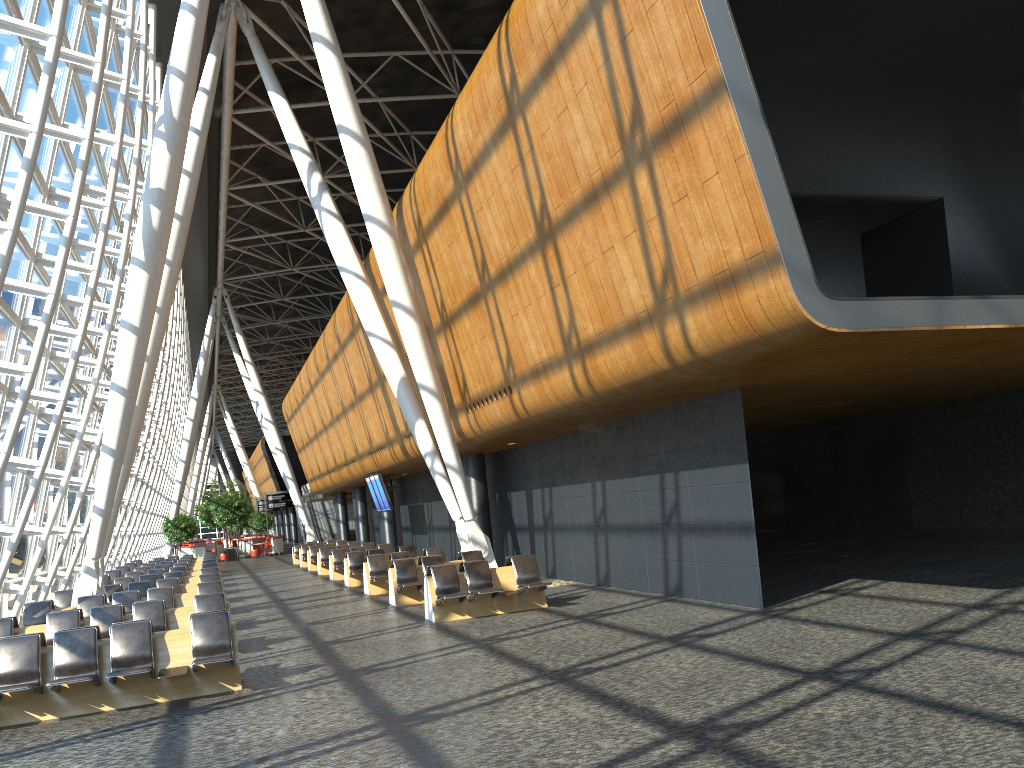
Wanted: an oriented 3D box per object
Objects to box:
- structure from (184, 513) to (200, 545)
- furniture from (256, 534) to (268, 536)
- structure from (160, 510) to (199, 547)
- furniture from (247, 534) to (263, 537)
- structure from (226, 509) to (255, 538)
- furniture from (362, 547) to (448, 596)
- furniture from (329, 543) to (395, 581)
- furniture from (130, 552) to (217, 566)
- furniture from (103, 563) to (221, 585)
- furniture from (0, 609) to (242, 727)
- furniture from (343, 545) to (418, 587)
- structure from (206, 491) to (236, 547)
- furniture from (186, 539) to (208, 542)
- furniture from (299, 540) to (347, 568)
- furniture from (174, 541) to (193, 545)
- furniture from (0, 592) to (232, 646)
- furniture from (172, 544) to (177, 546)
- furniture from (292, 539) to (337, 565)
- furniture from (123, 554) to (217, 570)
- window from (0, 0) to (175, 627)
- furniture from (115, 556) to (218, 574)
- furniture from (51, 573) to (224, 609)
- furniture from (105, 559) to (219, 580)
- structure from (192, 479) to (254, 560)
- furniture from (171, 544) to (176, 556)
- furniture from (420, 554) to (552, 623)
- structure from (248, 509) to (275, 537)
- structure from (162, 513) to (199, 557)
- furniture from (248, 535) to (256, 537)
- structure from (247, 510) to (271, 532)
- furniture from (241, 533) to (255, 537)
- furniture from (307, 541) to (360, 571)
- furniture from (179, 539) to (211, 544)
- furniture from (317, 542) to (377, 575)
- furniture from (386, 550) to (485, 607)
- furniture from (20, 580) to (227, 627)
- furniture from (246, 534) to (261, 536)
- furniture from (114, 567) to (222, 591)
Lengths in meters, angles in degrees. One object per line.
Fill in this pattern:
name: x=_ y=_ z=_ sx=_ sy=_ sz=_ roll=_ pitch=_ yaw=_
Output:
structure: x=-19.566 y=9.199 z=52.694 sx=1.842 sy=2.841 sz=1.782 roll=-7 pitch=-3 yaw=28
furniture: x=-21.982 y=13.635 z=77.070 sx=1.892 sy=0.865 sz=1.675 roll=-3 pitch=-7 yaw=-19
structure: x=-18.284 y=8.486 z=48.661 sx=1.879 sy=2.957 sz=1.913 roll=-9 pitch=-4 yaw=45
furniture: x=-23.928 y=14.569 z=82.737 sx=1.892 sy=0.865 sz=1.675 roll=-3 pitch=-7 yaw=-19
structure: x=-18.793 y=9.913 z=61.068 sx=2.276 sy=3.463 sz=2.232 roll=-5 pitch=-3 yaw=-7
furniture: x=-2.404 y=4.242 z=20.054 sx=1.892 sy=0.865 sz=1.675 roll=-3 pitch=-7 yaw=-19
furniture: x=-4.350 y=5.176 z=25.720 sx=1.892 sy=0.865 sz=1.675 roll=-3 pitch=-7 yaw=-19
furniture: x=-13.411 y=7.272 z=35.007 sx=3.243 sy=0.865 sz=1.675 roll=-3 pitch=-7 yaw=-19
furniture: x=-9.519 y=5.405 z=23.673 sx=3.243 sy=0.865 sz=1.675 roll=-3 pitch=-7 yaw=-19
furniture: x=-4.654 y=3.071 z=9.506 sx=3.243 sy=0.865 sz=1.675 roll=-3 pitch=-7 yaw=-19
furniture: x=-3.377 y=4.709 z=22.887 sx=1.892 sy=0.865 sz=1.675 roll=-3 pitch=-7 yaw=-19
structure: x=-21.181 y=10.133 z=65.046 sx=3.094 sy=4.515 sz=5.777 roll=-6 pitch=-5 yaw=3
furniture: x=-30.070 y=15.264 z=83.523 sx=3.243 sy=0.865 sz=1.675 roll=-3 pitch=-7 yaw=-19
furniture: x=-7.269 y=6.576 z=34.221 sx=1.892 sy=0.865 sz=1.675 roll=-3 pitch=-7 yaw=-19
furniture: x=-28.124 y=14.331 z=77.856 sx=3.243 sy=0.865 sz=1.675 roll=-3 pitch=-7 yaw=-19
furniture: x=-5.627 y=3.538 z=12.340 sx=3.243 sy=0.865 sz=1.675 roll=-3 pitch=-7 yaw=-19
furniture: x=-26.178 y=13.397 z=72.189 sx=3.243 sy=0.865 sz=1.675 roll=-3 pitch=-7 yaw=-19
furniture: x=-8.242 y=7.043 z=37.054 sx=1.892 sy=0.865 sz=1.675 roll=-3 pitch=-7 yaw=-19
furniture: x=-12.438 y=6.805 z=32.173 sx=3.243 sy=0.865 sz=1.675 roll=-3 pitch=-7 yaw=-19
window: x=-27.680 y=6.938 z=72.429 sx=3.709 sy=13.971 sz=167.764 roll=-5 pitch=-7 yaw=-20
furniture: x=-11.465 y=6.338 z=29.340 sx=3.243 sy=0.865 sz=1.675 roll=-3 pitch=-7 yaw=-19
furniture: x=-7.573 y=4.471 z=18.006 sx=3.243 sy=0.865 sz=1.675 roll=-3 pitch=-7 yaw=-19
furniture: x=-10.492 y=5.872 z=26.506 sx=3.243 sy=0.865 sz=1.675 roll=-3 pitch=-7 yaw=-19
structure: x=-16.414 y=7.670 z=49.829 sx=3.083 sy=4.516 sz=5.855 roll=-4 pitch=-5 yaw=-27
furniture: x=-25.205 y=12.931 z=69.356 sx=3.243 sy=0.865 sz=1.675 roll=-3 pitch=-7 yaw=-19
furniture: x=-0.458 y=3.309 z=14.387 sx=1.892 sy=0.865 sz=1.675 roll=-3 pitch=-7 yaw=-19
structure: x=-16.499 y=9.652 z=58.110 sx=1.790 sy=2.769 sz=1.731 roll=-7 pitch=-3 yaw=28
structure: x=-17.248 y=8.124 z=45.946 sx=1.790 sy=2.769 sz=1.731 roll=-7 pitch=-3 yaw=28
furniture: x=-22.955 y=14.102 z=79.903 sx=1.892 sy=0.865 sz=1.675 roll=-3 pitch=-7 yaw=-19
structure: x=-19.580 y=11.149 z=68.046 sx=1.945 sy=2.984 sz=1.882 roll=-7 pitch=-4 yaw=28
furniture: x=-28.793 y=16.902 z=96.904 sx=1.892 sy=0.865 sz=1.675 roll=-3 pitch=-7 yaw=-19
furniture: x=-6.296 y=6.109 z=31.387 sx=1.892 sy=0.865 sz=1.675 roll=-3 pitch=-7 yaw=-19
furniture: x=-29.097 y=14.798 z=80.690 sx=3.243 sy=0.865 sz=1.675 roll=-3 pitch=-7 yaw=-19
furniture: x=-5.323 y=5.642 z=28.554 sx=1.892 sy=0.865 sz=1.675 roll=-3 pitch=-7 yaw=-19
furniture: x=-1.431 y=3.775 z=17.220 sx=1.892 sy=0.865 sz=1.675 roll=-3 pitch=-7 yaw=-19
furniture: x=-6.600 y=4.004 z=15.173 sx=3.243 sy=0.865 sz=1.675 roll=-3 pitch=-7 yaw=-19
furniture: x=-24.901 y=15.035 z=85.570 sx=1.892 sy=0.865 sz=1.675 roll=-3 pitch=-7 yaw=-19
furniture: x=-8.546 y=4.938 z=20.840 sx=3.243 sy=0.865 sz=1.675 roll=-3 pitch=-7 yaw=-19
